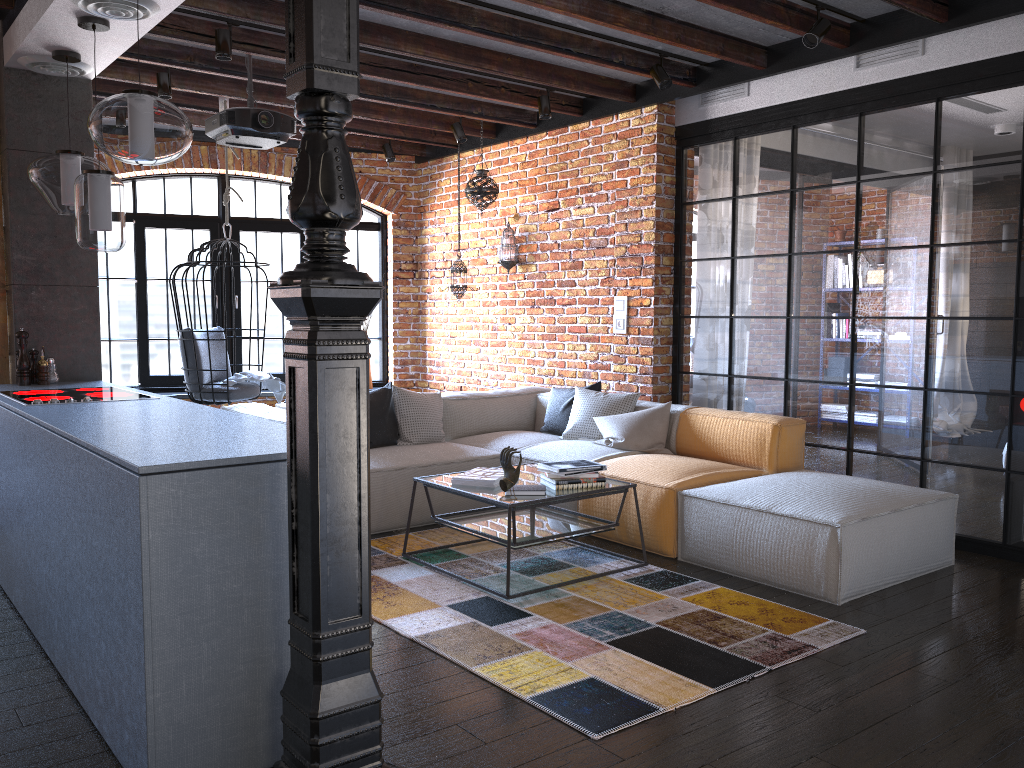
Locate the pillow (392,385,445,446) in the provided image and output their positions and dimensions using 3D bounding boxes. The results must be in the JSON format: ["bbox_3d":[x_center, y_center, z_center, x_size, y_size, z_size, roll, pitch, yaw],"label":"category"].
[{"bbox_3d":[-0.584,0.194,5.638,0.250,0.402,0.543,3,6,34],"label":"pillow"}]

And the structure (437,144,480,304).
[{"bbox_3d":[-0.429,-1.369,7.155,0.389,1.438,0.338,-3,6,-37],"label":"structure"}]

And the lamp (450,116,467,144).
[{"bbox_3d":[-0.406,-1.939,6.770,0.133,0.208,0.090,2,5,19],"label":"lamp"}]

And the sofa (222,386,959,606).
[{"bbox_3d":[0.220,0.502,4.816,2.536,0.698,3.299,-3,6,-38],"label":"sofa"}]

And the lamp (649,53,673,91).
[{"bbox_3d":[0.871,-1.809,5.159,0.093,0.210,0.150,-3,6,-36],"label":"lamp"}]

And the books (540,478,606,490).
[{"bbox_3d":[0.281,0.460,4.148,0.247,0.024,0.209,-1,5,-18],"label":"books"}]

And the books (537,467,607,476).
[{"bbox_3d":[0.280,0.397,4.145,0.268,0.014,0.196,-3,6,-39],"label":"books"}]

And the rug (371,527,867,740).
[{"bbox_3d":[0.068,0.895,3.854,1.431,0.013,2.363,-3,6,-38],"label":"rug"}]

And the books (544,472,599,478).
[{"bbox_3d":[0.276,0.414,4.167,0.239,0.023,0.190,0,4,-3],"label":"books"}]

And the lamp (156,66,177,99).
[{"bbox_3d":[-2.123,-1.853,5.441,0.116,0.188,0.083,1,5,15],"label":"lamp"}]

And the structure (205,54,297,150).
[{"bbox_3d":[-1.493,-1.774,5.027,0.409,0.817,0.463,-3,6,-38],"label":"structure"}]

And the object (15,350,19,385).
[{"bbox_3d":[-2.468,-0.087,4.456,0.048,0.180,0.048,1,5,12],"label":"object"}]

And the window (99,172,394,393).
[{"bbox_3d":[-2.545,-0.902,7.883,3.293,2.234,0.177,-1,5,-20],"label":"window"}]

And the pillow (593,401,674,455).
[{"bbox_3d":[0.722,0.261,5.336,0.485,0.314,0.358,1,5,5],"label":"pillow"}]

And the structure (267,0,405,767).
[{"bbox_3d":[1.740,-0.413,5.417,0.481,2.395,8.511,3,5,33],"label":"structure"}]

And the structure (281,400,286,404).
[{"bbox_3d":[-1.473,0.353,7.865,1.115,0.476,0.106,-1,5,-20],"label":"structure"}]

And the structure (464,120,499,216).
[{"bbox_3d":[-0.230,-1.673,6.762,0.265,0.779,0.273,0,5,1],"label":"structure"}]

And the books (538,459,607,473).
[{"bbox_3d":[0.280,0.382,4.144,0.268,0.014,0.196,-2,5,-27],"label":"books"}]

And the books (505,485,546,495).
[{"bbox_3d":[0.060,0.471,3.956,0.182,0.029,0.129,0,4,-1],"label":"books"}]

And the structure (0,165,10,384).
[{"bbox_3d":[-3.565,-0.591,5.629,0.206,2.382,2.828,-4,6,-38],"label":"structure"}]

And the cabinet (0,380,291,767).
[{"bbox_3d":[-1.540,0.507,3.445,0.607,0.844,2.959,-3,6,-38],"label":"cabinet"}]

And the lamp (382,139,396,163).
[{"bbox_3d":[-1.056,-2.006,7.606,0.134,0.208,0.093,3,5,28],"label":"lamp"}]

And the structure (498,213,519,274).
[{"bbox_3d":[-0.026,-1.106,6.975,0.169,0.483,0.169,-3,6,-38],"label":"structure"}]

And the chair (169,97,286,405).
[{"bbox_3d":[-2.072,-0.918,6.318,0.682,2.221,0.801,1,5,7],"label":"chair"}]

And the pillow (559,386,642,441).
[{"bbox_3d":[0.549,0.206,5.665,0.495,0.354,0.293,4,6,37],"label":"pillow"}]

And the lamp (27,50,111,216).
[{"bbox_3d":[-2.094,-1.179,4.196,0.367,0.747,0.367,1,5,15],"label":"lamp"}]

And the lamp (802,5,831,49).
[{"bbox_3d":[1.493,-1.746,4.344,0.159,0.207,0.082,-3,6,-38],"label":"lamp"}]

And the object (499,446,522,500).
[{"bbox_3d":[-0.006,0.383,3.821,0.099,0.223,0.093,0,5,2],"label":"object"}]

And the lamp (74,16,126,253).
[{"bbox_3d":[-1.746,-1.038,3.738,0.195,0.955,0.197,0,5,-8],"label":"lamp"}]

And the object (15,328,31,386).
[{"bbox_3d":[-2.423,-0.134,4.395,0.061,0.283,0.061,-2,5,-24],"label":"object"}]

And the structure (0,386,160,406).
[{"bbox_3d":[-1.914,0.059,3.879,0.504,0.057,0.763,-3,6,-38],"label":"structure"}]

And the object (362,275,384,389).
[{"bbox_3d":[-1.284,-0.476,8.081,0.270,1.054,0.299,-1,5,-17],"label":"object"}]

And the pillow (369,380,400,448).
[{"bbox_3d":[-0.865,0.194,5.449,0.238,0.417,0.538,4,6,41],"label":"pillow"}]

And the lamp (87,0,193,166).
[{"bbox_3d":[-1.375,-1.147,3.274,0.364,0.665,0.364,3,6,35],"label":"lamp"}]

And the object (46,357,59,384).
[{"bbox_3d":[-2.355,-0.070,4.528,0.069,0.135,0.069,3,6,32],"label":"object"}]

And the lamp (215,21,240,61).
[{"bbox_3d":[-1.490,-1.790,4.633,0.119,0.184,0.082,-4,6,-42],"label":"lamp"}]

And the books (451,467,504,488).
[{"bbox_3d":[-0.125,0.445,4.251,0.225,0.038,0.308,2,5,22],"label":"books"}]

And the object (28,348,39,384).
[{"bbox_3d":[-2.427,-0.091,4.505,0.048,0.180,0.048,4,6,35],"label":"object"}]

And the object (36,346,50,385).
[{"bbox_3d":[-2.355,-0.094,4.464,0.058,0.192,0.080,0,5,3],"label":"object"}]

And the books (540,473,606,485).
[{"bbox_3d":[0.283,0.437,4.146,0.251,0.023,0.209,-1,5,-18],"label":"books"}]

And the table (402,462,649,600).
[{"bbox_3d":[0.053,0.655,4.244,0.842,0.389,0.848,-3,6,-38],"label":"table"}]

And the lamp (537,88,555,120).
[{"bbox_3d":[0.224,-1.882,5.964,0.113,0.194,0.085,2,5,23],"label":"lamp"}]

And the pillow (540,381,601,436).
[{"bbox_3d":[0.384,0.168,5.963,0.263,0.400,0.510,-4,6,-44],"label":"pillow"}]
